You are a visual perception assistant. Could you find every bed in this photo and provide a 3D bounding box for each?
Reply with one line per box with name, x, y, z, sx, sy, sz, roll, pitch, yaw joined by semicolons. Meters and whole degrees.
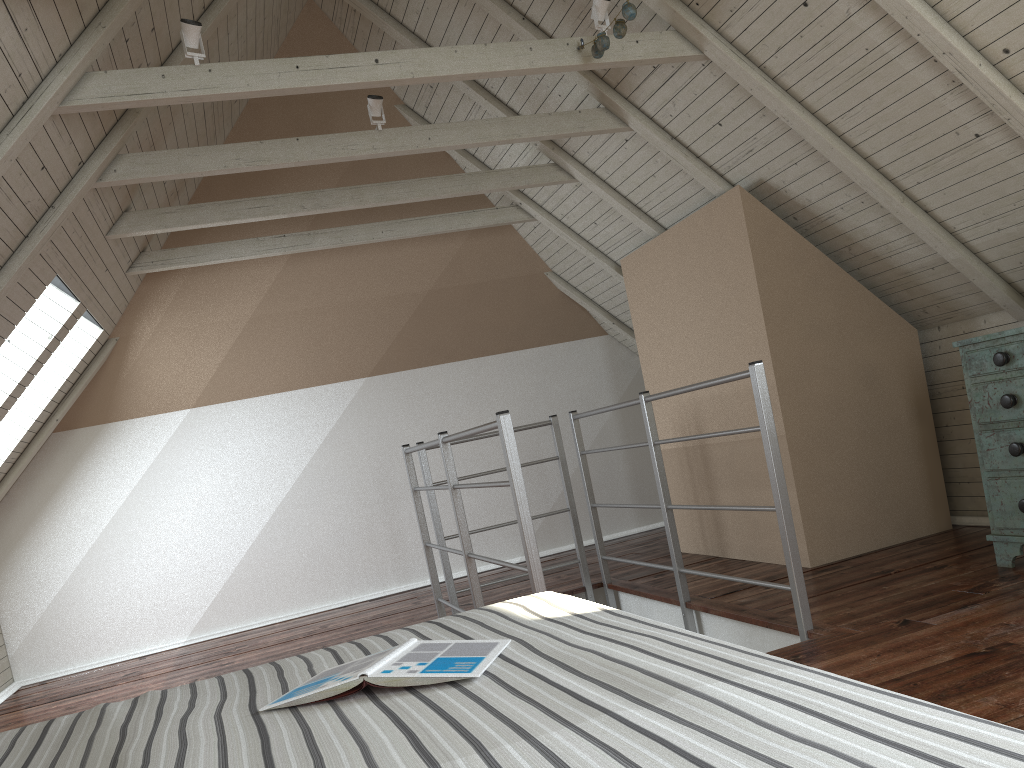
bed;-0.540;0.552;0.753;1.864;0.708;1.884;-11;-3;-17

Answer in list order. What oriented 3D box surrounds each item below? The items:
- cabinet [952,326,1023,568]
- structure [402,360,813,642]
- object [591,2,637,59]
cabinet;1.819;0.158;2.601;0.412;0.771;0.808;-12;0;-17
structure;0.220;0.594;3.307;0.830;0.999;1.649;-12;-2;-17
object;0.293;-1.029;2.571;0.059;0.067;0.285;-12;-3;-19
